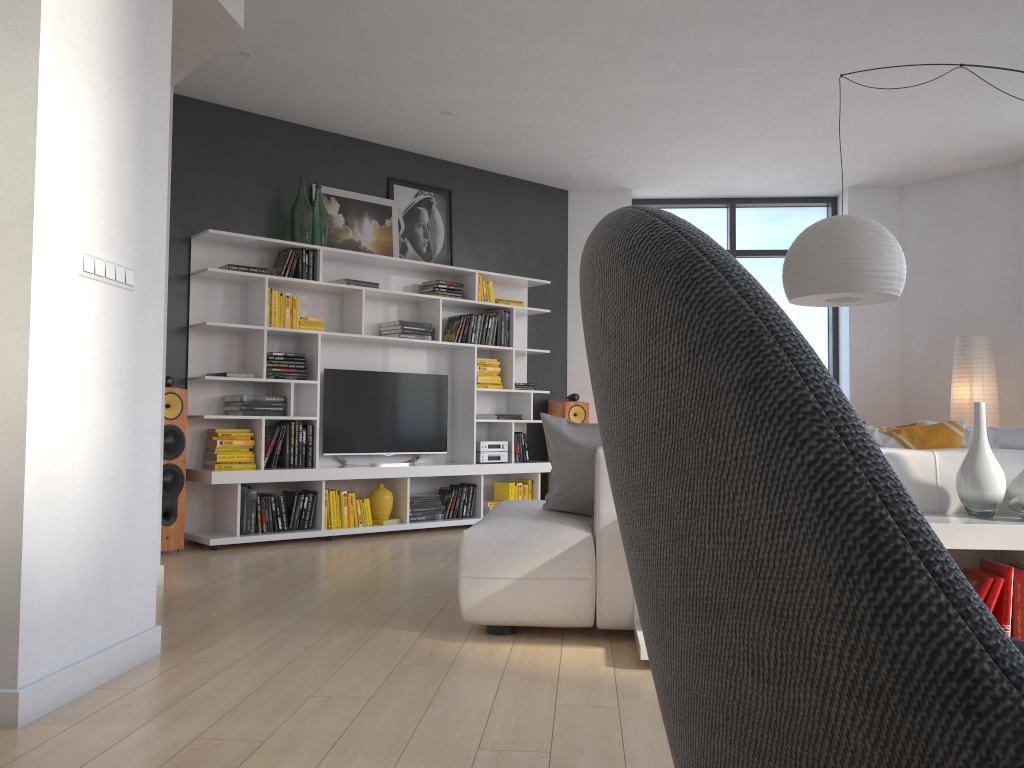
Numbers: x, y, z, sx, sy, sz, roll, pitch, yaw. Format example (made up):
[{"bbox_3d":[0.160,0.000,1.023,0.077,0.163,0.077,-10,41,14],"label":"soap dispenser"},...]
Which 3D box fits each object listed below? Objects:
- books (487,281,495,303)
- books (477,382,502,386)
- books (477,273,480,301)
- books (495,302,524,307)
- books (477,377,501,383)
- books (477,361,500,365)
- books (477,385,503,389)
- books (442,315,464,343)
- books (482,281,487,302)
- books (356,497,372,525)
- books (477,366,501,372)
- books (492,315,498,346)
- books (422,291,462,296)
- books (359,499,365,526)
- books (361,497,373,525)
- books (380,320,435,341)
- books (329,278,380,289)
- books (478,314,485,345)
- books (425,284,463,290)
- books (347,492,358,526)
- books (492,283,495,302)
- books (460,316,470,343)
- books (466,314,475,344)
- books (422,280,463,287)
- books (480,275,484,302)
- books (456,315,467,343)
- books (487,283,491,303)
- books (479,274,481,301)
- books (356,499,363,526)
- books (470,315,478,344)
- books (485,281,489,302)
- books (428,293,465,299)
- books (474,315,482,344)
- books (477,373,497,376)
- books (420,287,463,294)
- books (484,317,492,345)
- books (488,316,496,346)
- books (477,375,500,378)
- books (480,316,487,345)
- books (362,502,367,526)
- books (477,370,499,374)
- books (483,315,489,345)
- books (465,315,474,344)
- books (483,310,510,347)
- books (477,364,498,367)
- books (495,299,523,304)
[{"bbox_3d":[-0.211,-0.750,7.312,0.064,0.184,0.141,3,-4,-39],"label":"books"},{"bbox_3d":[-0.243,0.003,7.340,0.257,0.024,0.203,3,-3,-37],"label":"books"},{"bbox_3d":[-0.321,-0.778,7.217,0.041,0.229,0.161,3,-4,-41],"label":"books"},{"bbox_3d":[-0.060,-0.662,7.490,0.257,0.028,0.194,2,-3,-35],"label":"books"},{"bbox_3d":[-0.245,-0.030,7.346,0.243,0.042,0.189,3,-4,-40],"label":"books"},{"bbox_3d":[-0.240,-0.172,7.366,0.223,0.023,0.163,3,-3,-36],"label":"books"},{"bbox_3d":[-0.236,0.029,7.334,0.257,0.028,0.194,2,-3,-35],"label":"books"},{"bbox_3d":[-0.477,-0.435,7.128,0.104,0.234,0.182,3,-4,-40],"label":"books"},{"bbox_3d":[-0.261,-0.750,7.275,0.054,0.180,0.132,3,-4,-40],"label":"books"},{"bbox_3d":[-1.078,0.919,6.408,0.067,0.193,0.148,3,-4,-39],"label":"books"},{"bbox_3d":[-0.243,-0.121,7.364,0.239,0.033,0.176,3,-3,-37],"label":"books"},{"bbox_3d":[-0.200,-0.434,7.364,0.066,0.260,0.197,3,-4,-40],"label":"books"},{"bbox_3d":[-0.558,-0.712,7.099,0.264,0.020,0.189,3,-4,-42],"label":"books"},{"bbox_3d":[-1.110,0.920,6.376,0.046,0.187,0.134,3,-4,-40],"label":"books"},{"bbox_3d":[-1.065,0.920,6.430,0.046,0.193,0.149,3,-4,-39],"label":"books"},{"bbox_3d":[-0.814,-0.402,6.884,0.277,0.137,0.343,-2,-4,45],"label":"books"},{"bbox_3d":[-1.177,-0.727,6.564,0.310,0.047,0.250,3,-4,-45],"label":"books"},{"bbox_3d":[-0.311,-0.439,7.274,0.066,0.260,0.197,3,-4,-40],"label":"books"},{"bbox_3d":[-0.548,-0.765,7.100,0.246,0.026,0.180,3,-3,-38],"label":"books"},{"bbox_3d":[-1.170,0.895,6.366,0.056,0.235,0.172,3,-4,-41],"label":"books"},{"bbox_3d":[-0.199,-0.749,7.333,0.044,0.184,0.142,3,-4,-39],"label":"books"},{"bbox_3d":[-0.422,-0.432,7.163,0.081,0.233,0.169,3,-4,-41],"label":"books"},{"bbox_3d":[-0.386,-0.440,7.211,0.075,0.254,0.192,3,-4,-41],"label":"books"},{"bbox_3d":[-0.557,-0.792,7.108,0.209,0.030,0.266,-2,-4,43],"label":"books"},{"bbox_3d":[-0.299,-0.773,7.272,0.054,0.224,0.164,3,-4,-41],"label":"books"},{"bbox_3d":[-0.454,-0.432,7.153,0.096,0.234,0.187,3,-4,-40],"label":"books"},{"bbox_3d":[-0.220,-0.739,7.285,0.046,0.161,0.108,3,-4,-41],"label":"books"},{"bbox_3d":[-0.316,-0.774,7.246,0.041,0.224,0.163,3,-4,-42],"label":"books"},{"bbox_3d":[-1.130,0.919,6.369,0.056,0.188,0.138,3,-4,-40],"label":"books"},{"bbox_3d":[-0.362,-0.432,7.223,0.068,0.243,0.179,3,-4,-42],"label":"books"},{"bbox_3d":[-0.241,-0.749,7.282,0.044,0.178,0.128,3,-4,-40],"label":"books"},{"bbox_3d":[-0.555,-0.687,7.096,0.284,0.030,0.214,3,-3,-37],"label":"books"},{"bbox_3d":[-0.336,-0.436,7.251,0.084,0.249,0.191,3,-4,-40],"label":"books"},{"bbox_3d":[-0.250,-0.076,7.336,0.217,0.023,0.145,3,-3,-36],"label":"books"},{"bbox_3d":[-0.568,-0.737,7.117,0.284,0.030,0.214,3,-3,-37],"label":"books"},{"bbox_3d":[-0.247,-0.429,7.308,0.071,0.243,0.179,3,-4,-41],"label":"books"},{"bbox_3d":[-0.226,-0.431,7.341,0.084,0.249,0.191,3,-4,-40],"label":"books"},{"bbox_3d":[-0.256,-0.058,7.356,0.251,0.014,0.189,3,-3,-37],"label":"books"},{"bbox_3d":[-0.276,-0.429,7.266,0.069,0.242,0.172,3,-4,-39],"label":"books"},{"bbox_3d":[-1.087,0.930,6.379,0.049,0.169,0.113,3,-4,-41],"label":"books"},{"bbox_3d":[-0.252,-0.095,7.358,0.239,0.019,0.171,3,-4,-40],"label":"books"},{"bbox_3d":[-0.276,-0.435,7.301,0.075,0.254,0.192,3,-4,-41],"label":"books"},{"bbox_3d":[-0.387,-0.434,7.176,0.069,0.242,0.172,3,-4,-39],"label":"books"},{"bbox_3d":[-0.144,-0.455,7.449,0.128,0.321,0.259,3,-4,-40],"label":"books"},{"bbox_3d":[-0.248,-0.149,7.363,0.227,0.022,0.160,2,-3,-25],"label":"books"},{"bbox_3d":[-0.068,-0.687,7.496,0.257,0.024,0.203,3,-3,-37],"label":"books"}]
